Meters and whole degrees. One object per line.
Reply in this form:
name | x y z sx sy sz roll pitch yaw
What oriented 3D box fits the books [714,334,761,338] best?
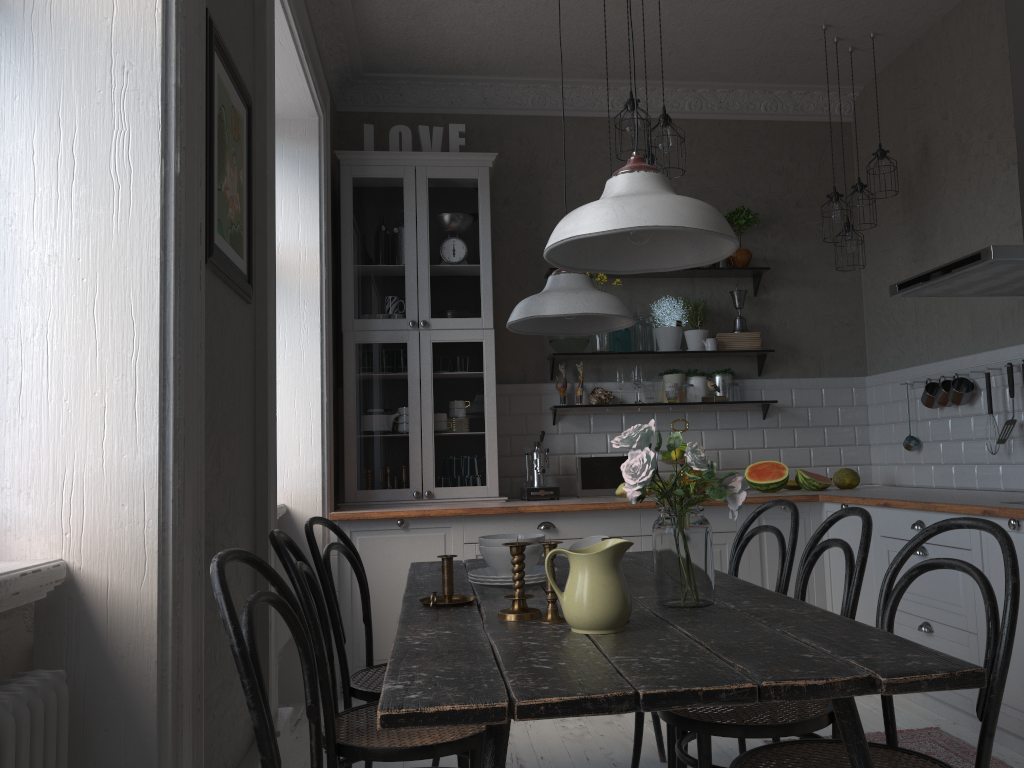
books | 1.337 -0.279 5.276 0.261 0.016 0.158 -2 -5 2

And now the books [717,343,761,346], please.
books | 1.339 -0.225 5.272 0.261 0.016 0.158 -2 -5 2

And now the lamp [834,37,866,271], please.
lamp | 1.773 -1.476 4.779 0.150 1.734 0.144 2 -6 -34

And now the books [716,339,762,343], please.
books | 1.338 -0.247 5.274 0.262 0.011 0.157 -1 -5 -4

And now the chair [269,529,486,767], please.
chair | -0.295 0.803 2.131 0.553 0.920 0.435 -1 -5 -9

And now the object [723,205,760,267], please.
object | 1.364 -0.868 5.302 0.258 0.397 0.244 -3 -5 18

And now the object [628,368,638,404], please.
object | 0.719 0.014 5.170 0.083 0.217 0.080 0 -5 -20

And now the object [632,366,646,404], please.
object | 0.730 0.006 5.081 0.083 0.217 0.080 0 -5 -20

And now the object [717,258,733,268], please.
object | 1.252 -0.721 5.221 0.094 0.096 0.074 -1 -5 -6

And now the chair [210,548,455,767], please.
chair | -0.242 0.751 1.584 0.549 0.920 0.438 -2 -5 1

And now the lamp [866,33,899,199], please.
lamp | 1.945 -1.865 4.773 0.150 1.734 0.144 2 -6 -34

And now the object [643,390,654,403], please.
object | 0.811 0.080 5.194 0.077 0.083 0.078 -3 -5 11

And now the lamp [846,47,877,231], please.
lamp | 1.892 -1.720 4.924 0.144 1.734 0.150 -5 -6 35

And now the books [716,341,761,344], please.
books | 1.338 -0.236 5.273 0.261 0.011 0.157 -2 -5 -1

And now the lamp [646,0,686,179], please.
lamp | 0.605 -1.716 3.674 0.143 1.734 0.150 -6 -7 40

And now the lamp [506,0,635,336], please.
lamp | 0.146 -1.092 2.697 0.379 1.858 0.379 -2 -5 1

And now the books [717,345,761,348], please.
books | 1.339 -0.214 5.271 0.260 0.016 0.158 -2 -5 5

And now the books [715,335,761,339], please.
books | 1.337 -0.268 5.275 0.260 0.016 0.158 -2 -5 5

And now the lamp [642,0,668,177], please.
lamp | 0.590 -1.636 3.981 0.149 1.734 0.145 0 -5 -20

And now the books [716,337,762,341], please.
books | 1.337 -0.257 5.275 0.261 0.011 0.157 -2 -5 -1

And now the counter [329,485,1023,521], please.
counter | 0.802 0.509 3.519 3.178 0.039 3.373 -1 -5 -6

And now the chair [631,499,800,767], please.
chair | 0.612 0.825 2.699 0.553 0.920 0.435 -1 -5 -9

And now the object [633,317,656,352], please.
object | 0.769 -0.282 5.136 0.123 0.206 0.126 -3 -5 16

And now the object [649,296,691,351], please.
object | 0.945 -0.352 5.256 0.243 0.354 0.236 -3 -5 11

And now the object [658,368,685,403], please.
object | 0.943 0.011 5.225 0.159 0.217 0.153 1 -6 -27

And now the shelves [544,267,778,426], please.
shelves | 0.870 -0.205 5.202 1.324 0.923 0.227 -1 -5 -8

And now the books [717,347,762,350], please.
books | 1.339 -0.204 5.270 0.261 0.011 0.157 -2 -5 -1

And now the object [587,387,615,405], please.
object | 0.502 0.070 5.100 0.180 0.111 0.094 1 -6 -29

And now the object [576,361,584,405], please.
object | 0.395 0.000 5.117 0.052 0.264 0.062 -5 -6 30

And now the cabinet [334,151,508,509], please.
cabinet | -0.504 -0.281 4.890 0.884 1.920 0.385 -1 -5 -7

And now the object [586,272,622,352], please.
object | 0.505 -0.450 5.062 0.193 0.540 0.278 0 -5 -14

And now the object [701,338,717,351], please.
object | 1.158 -0.227 5.155 0.104 0.071 0.063 -4 -6 23

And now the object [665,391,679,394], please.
object | 0.920 0.066 5.090 0.078 0.051 0.076 -1 -5 -14

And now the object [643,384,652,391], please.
object | 0.810 0.047 5.197 0.077 0.083 0.078 -3 -5 11

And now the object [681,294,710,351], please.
object | 1.082 -0.372 5.223 0.166 0.380 0.188 -7 -7 44

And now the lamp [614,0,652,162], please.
lamp | 0.491 -1.829 3.829 0.149 1.734 0.145 0 -5 -20

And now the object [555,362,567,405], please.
object | 0.288 0.003 5.118 0.054 0.264 0.060 2 -6 -35

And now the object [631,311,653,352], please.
object | 0.778 -0.297 5.290 0.131 0.264 0.131 -2 -5 -1

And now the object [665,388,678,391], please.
object | 0.919 0.049 5.092 0.076 0.051 0.078 -3 -5 12

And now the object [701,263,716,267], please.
object | 1.131 -0.748 5.307 0.143 0.174 0.141 -1 -5 -6

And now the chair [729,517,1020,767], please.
chair | 0.688 0.731 1.692 0.553 0.920 0.435 -1 -5 -9

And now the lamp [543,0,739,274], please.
lamp | 0.225 -1.174 1.815 0.372 1.858 0.386 -5 -6 31

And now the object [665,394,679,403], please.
object | 0.920 0.083 5.089 0.078 0.051 0.076 -1 -5 -14

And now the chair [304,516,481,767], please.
chair | -0.320 0.847 2.614 0.547 0.920 0.439 -2 -5 6

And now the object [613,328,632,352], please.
object | 0.638 -0.255 5.206 0.126 0.172 0.126 -1 -5 -3

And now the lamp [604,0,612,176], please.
lamp | 0.420 -1.475 3.947 0.150 1.734 0.143 3 -7 -39

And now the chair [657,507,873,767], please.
chair | 0.637 0.780 2.219 0.549 0.920 0.438 -2 -5 1

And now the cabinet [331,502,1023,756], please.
cabinet | 1.251 0.922 3.687 4.108 0.854 2.029 -6 -7 39

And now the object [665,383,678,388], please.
object | 0.919 0.024 5.094 0.078 0.051 0.076 0 -6 -21

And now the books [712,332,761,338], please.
books | 1.337 -0.289 5.277 0.261 0.011 0.157 -2 -5 -1

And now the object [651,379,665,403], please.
object | 0.847 0.045 5.126 0.080 0.139 0.077 2 -6 -34

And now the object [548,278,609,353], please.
object | 0.325 -0.510 5.088 0.341 0.674 0.331 2 -7 -38

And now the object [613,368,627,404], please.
object | 0.633 0.017 5.162 0.083 0.217 0.080 0 -5 -20

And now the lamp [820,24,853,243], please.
lamp | 1.653 -1.608 4.641 0.144 1.734 0.149 -4 -6 25
